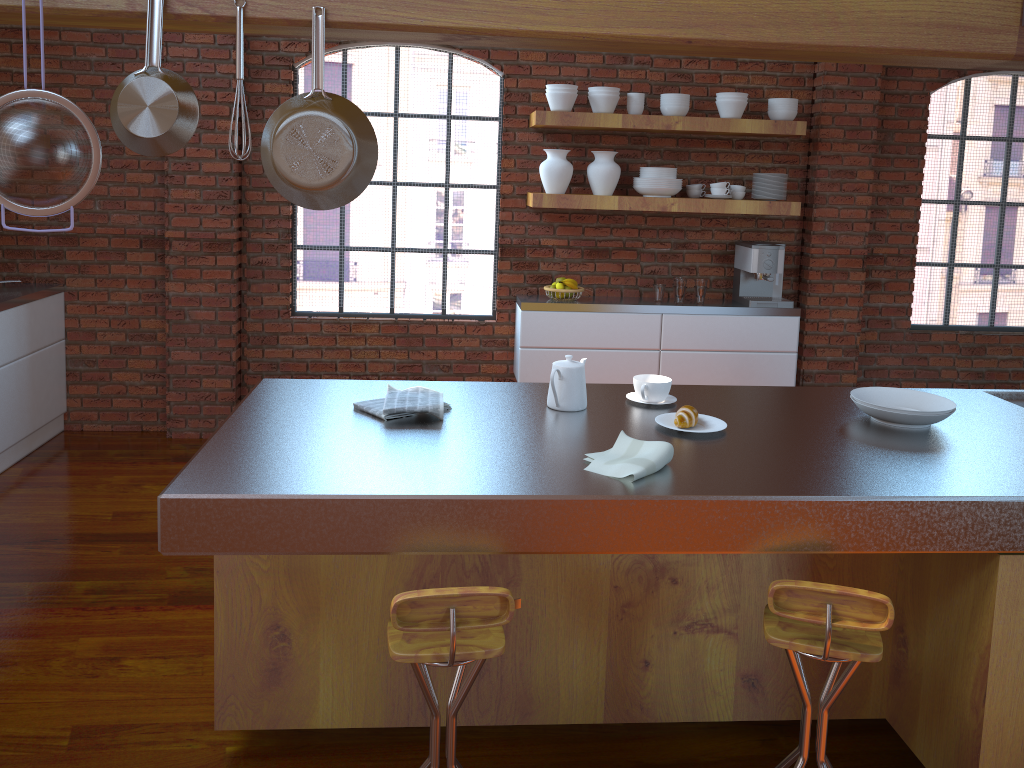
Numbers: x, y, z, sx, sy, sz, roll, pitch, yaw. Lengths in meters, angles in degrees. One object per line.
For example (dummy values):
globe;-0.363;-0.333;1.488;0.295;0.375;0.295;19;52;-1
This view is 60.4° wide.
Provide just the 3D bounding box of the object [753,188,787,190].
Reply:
object;1.499;-1.130;5.127;0.195;0.013;0.198;5;14;12

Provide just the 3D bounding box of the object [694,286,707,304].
object;1.098;-0.519;5.133;0.078;0.102;0.079;3;9;7

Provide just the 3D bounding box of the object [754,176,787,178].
object;1.501;-1.199;5.119;0.195;0.013;0.198;5;14;12

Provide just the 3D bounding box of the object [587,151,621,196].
object;0.526;-1.207;5.049;0.193;0.246;0.195;-4;11;-33

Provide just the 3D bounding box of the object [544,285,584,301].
object;0.302;-0.527;5.125;0.238;0.070;0.237;13;17;41

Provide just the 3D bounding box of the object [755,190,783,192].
object;1.498;-1.122;5.128;0.195;0.013;0.198;5;14;12

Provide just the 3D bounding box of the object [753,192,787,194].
object;1.498;-1.108;5.129;0.195;0.013;0.198;5;14;12

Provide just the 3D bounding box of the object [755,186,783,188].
object;1.499;-1.144;5.125;0.195;0.013;0.198;5;14;12

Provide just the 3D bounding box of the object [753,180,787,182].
object;1.500;-1.175;5.122;0.195;0.013;0.198;5;14;12

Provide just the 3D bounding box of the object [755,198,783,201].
object;1.497;-1.076;5.133;0.195;0.013;0.198;5;14;12

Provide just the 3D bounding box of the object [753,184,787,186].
object;1.499;-1.153;5.124;0.195;0.013;0.198;5;14;12

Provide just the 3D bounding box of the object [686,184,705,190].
object;1.078;-1.157;5.208;0.092;0.057;0.101;-6;14;-36

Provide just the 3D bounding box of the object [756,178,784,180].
object;1.501;-1.190;5.120;0.195;0.013;0.198;5;14;12

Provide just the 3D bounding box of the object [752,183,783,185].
object;1.500;-1.157;5.124;0.195;0.013;0.198;5;14;12

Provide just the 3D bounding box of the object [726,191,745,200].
object;1.320;-1.107;5.172;0.099;0.046;0.093;9;14;29

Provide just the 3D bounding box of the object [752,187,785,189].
object;1.499;-1.135;5.126;0.195;0.013;0.198;5;14;12

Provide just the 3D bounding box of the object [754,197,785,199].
object;1.497;-1.081;5.132;0.195;0.013;0.198;5;14;12

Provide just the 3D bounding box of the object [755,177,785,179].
object;1.501;-1.194;5.119;0.195;0.013;0.198;5;14;12

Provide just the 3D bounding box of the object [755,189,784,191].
object;1.499;-1.126;5.127;0.195;0.013;0.198;5;14;12

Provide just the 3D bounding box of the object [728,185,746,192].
object;1.322;-1.140;5.174;0.100;0.058;0.093;6;12;18

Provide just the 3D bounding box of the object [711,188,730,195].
object;1.190;-1.103;5.064;0.092;0.046;0.101;0;12;-10

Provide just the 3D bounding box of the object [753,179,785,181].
object;1.500;-1.180;5.121;0.195;0.013;0.198;5;14;12

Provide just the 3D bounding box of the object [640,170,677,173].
object;0.840;-1.197;5.064;0.213;0.054;0.218;-1;13;-13

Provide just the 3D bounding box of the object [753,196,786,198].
object;1.497;-1.085;5.132;0.195;0.013;0.198;5;14;12

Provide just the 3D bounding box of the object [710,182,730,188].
object;1.186;-1.134;5.057;0.092;0.057;0.102;-2;12;-21

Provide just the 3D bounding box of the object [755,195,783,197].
object;1.497;-1.094;5.131;0.195;0.013;0.198;5;14;12

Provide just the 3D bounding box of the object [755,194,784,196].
object;1.498;-1.098;5.130;0.195;0.013;0.198;5;14;12

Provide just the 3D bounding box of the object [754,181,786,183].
object;1.500;-1.171;5.122;0.195;0.013;0.198;5;14;12

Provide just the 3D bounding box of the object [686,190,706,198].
object;1.082;-1.126;5.215;0.092;0.046;0.100;-4;13;-25

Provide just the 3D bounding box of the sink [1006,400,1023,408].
sink;1.918;0.194;2.842;0.613;0.196;0.417;1;12;-5

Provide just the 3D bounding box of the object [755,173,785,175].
object;1.502;-1.217;5.117;0.195;0.013;0.198;5;14;12

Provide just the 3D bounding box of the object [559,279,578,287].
object;0.341;-0.571;5.089;0.067;0.083;0.186;8;13;32

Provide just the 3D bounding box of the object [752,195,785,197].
object;1.497;-1.090;5.131;0.195;0.013;0.198;5;14;12

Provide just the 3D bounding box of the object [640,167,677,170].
object;0.841;-1.216;5.061;0.213;0.054;0.218;-1;13;-13

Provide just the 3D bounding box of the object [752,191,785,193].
object;1.498;-1.112;5.129;0.195;0.013;0.198;5;14;12

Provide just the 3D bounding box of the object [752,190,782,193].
object;1.498;-1.117;5.128;0.195;0.013;0.198;5;14;12

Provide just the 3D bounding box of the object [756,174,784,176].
object;1.501;-1.212;5.117;0.195;0.013;0.198;5;14;12

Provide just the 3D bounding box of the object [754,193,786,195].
object;1.498;-1.103;5.130;0.195;0.013;0.198;5;14;12

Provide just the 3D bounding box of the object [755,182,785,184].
object;1.500;-1.166;5.123;0.195;0.013;0.198;5;14;12

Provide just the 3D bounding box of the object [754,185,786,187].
object;1.499;-1.148;5.125;0.195;0.013;0.198;5;14;12

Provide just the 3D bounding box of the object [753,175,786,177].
object;1.501;-1.203;5.119;0.195;0.013;0.198;5;14;12

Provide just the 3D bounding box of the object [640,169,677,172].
object;0.841;-1.206;5.063;0.213;0.054;0.218;-1;13;-13
